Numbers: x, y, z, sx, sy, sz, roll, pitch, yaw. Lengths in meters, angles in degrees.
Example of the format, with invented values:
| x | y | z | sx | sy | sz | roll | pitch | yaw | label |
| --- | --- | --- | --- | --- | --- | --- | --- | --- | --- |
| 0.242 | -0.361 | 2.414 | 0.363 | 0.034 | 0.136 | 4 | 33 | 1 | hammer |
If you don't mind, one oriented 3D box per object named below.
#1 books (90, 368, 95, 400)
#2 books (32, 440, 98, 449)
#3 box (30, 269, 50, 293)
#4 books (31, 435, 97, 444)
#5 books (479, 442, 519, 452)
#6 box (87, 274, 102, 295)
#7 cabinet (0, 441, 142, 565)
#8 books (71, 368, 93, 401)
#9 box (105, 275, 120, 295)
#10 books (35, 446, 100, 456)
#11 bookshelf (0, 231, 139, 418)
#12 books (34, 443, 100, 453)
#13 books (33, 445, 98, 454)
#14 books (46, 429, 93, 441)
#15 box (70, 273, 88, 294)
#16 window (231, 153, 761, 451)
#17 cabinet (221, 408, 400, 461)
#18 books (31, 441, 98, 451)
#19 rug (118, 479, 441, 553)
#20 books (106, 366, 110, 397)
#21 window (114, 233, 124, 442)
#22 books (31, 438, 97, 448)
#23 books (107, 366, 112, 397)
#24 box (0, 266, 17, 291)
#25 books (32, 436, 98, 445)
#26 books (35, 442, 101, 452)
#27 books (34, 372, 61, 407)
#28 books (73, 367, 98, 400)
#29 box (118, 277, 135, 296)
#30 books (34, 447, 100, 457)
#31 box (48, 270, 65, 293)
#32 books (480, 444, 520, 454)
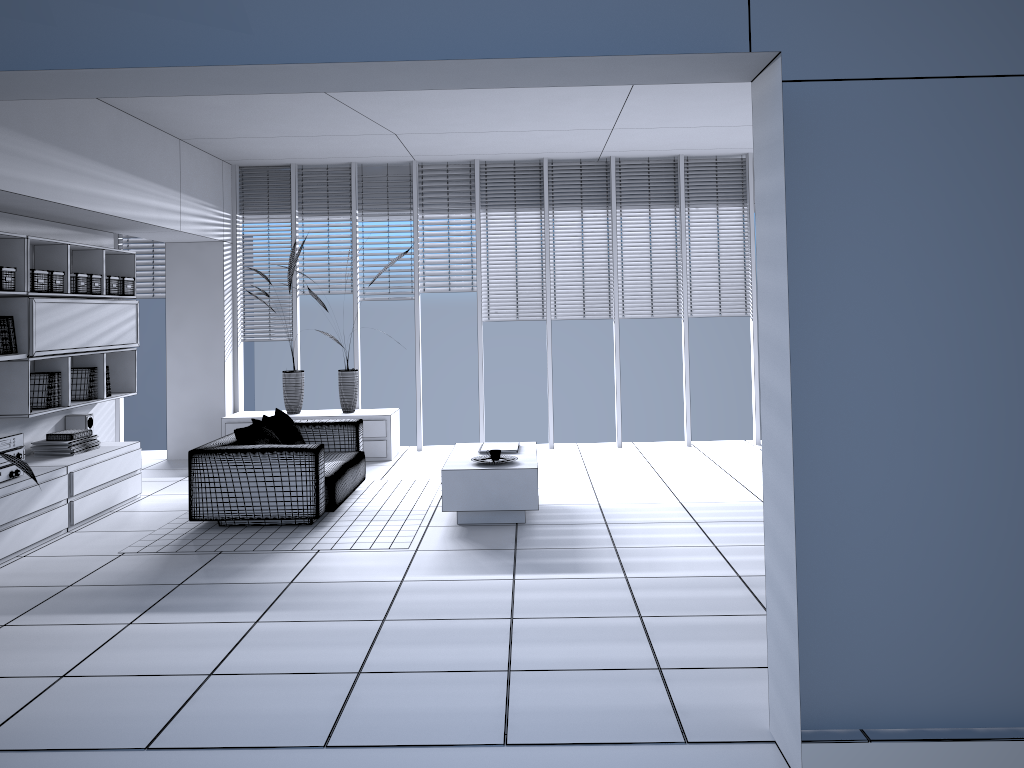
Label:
| x | y | z | sx | sy | sz | roll | pitch | yaw | label |
| --- | --- | --- | --- | --- | --- | --- | --- | --- | --- |
| -3.445 | 0.001 | 7.034 | 0.207 | 0.260 | 0.074 | -1 | -1 | 0 | books |
| -3.341 | 0.452 | 6.609 | 0.285 | 0.008 | 0.416 | -1 | 5 | 2 | books |
| -3.457 | -0.725 | 6.223 | 0.281 | 0.162 | 0.212 | -1 | 2 | 1 | box |
| -3.347 | 0.414 | 6.593 | 0.285 | 0.008 | 0.416 | -1 | 5 | 2 | books |
| -0.091 | 0.480 | 6.742 | 0.285 | 0.008 | 0.416 | -1 | 5 | 2 | books |
| -3.443 | -0.791 | 7.023 | 0.280 | 0.162 | 0.179 | -1 | 2 | 1 | box |
| -3.292 | 0.789 | 6.009 | 0.574 | 0.449 | 2.275 | -1 | 4 | 1 | cabinet |
| -3.445 | 0.003 | 7.002 | 0.207 | 0.260 | 0.074 | -1 | -1 | 1 | books |
| -3.437 | -0.816 | 7.325 | 0.280 | 0.162 | 0.179 | -1 | 2 | 1 | box |
| -3.339 | 0.499 | 6.642 | 0.285 | 0.008 | 0.416 | -1 | 5 | 2 | books |
| -3.455 | -0.416 | 6.326 | 0.327 | 1.250 | 2.824 | -1 | 4 | 1 | bookshelf |
| -3.337 | 0.480 | 6.636 | 0.285 | 0.008 | 0.416 | -1 | 5 | 2 | books |
| -3.347 | 0.491 | 6.624 | 0.285 | 0.008 | 0.416 | -1 | 5 | 2 | books |
| -3.314 | 0.383 | 6.602 | 0.207 | 0.050 | 0.259 | -1 | 4 | 6 | books |
| -3.447 | -0.773 | 6.800 | 0.280 | 0.162 | 0.179 | -1 | 2 | 1 | box |
| -0.194 | -0.845 | 9.297 | 5.501 | 3.132 | 0.100 | -1 | -2 | 1 | window |
| -2.017 | 0.522 | 8.941 | 1.675 | 0.450 | 0.598 | -1 | 2 | 1 | cabinet |
| -3.341 | 0.461 | 6.603 | 0.285 | 0.008 | 0.416 | -1 | 5 | 2 | books |
| -1.512 | 0.932 | 6.533 | 1.798 | 0.001 | 2.238 | -1 | 5 | 1 | rug |
| -3.450 | -0.019 | 7.302 | 0.207 | 0.260 | 0.074 | -1 | -1 | 2 | books |
| -4.513 | -0.767 | 9.404 | 0.688 | 3.132 | 0.100 | -1 | -2 | 1 | window |
| -3.349 | 0.443 | 6.592 | 0.285 | 0.008 | 0.416 | -1 | 5 | 2 | books |
| -3.449 | -0.022 | 7.334 | 0.207 | 0.260 | 0.074 | -1 | -1 | 1 | books |
| -3.465 | -0.693 | 5.834 | 0.280 | 0.162 | 0.179 | -1 | 2 | 1 | box |
| -3.339 | 0.423 | 6.610 | 0.285 | 0.008 | 0.416 | -1 | 5 | 2 | books |
| -3.338 | 0.470 | 6.642 | 0.285 | 0.008 | 0.416 | -1 | 5 | 2 | books |
| -3.457 | 0.041 | 6.548 | 0.207 | 0.259 | 0.050 | -1 | -1 | 1 | books |
| -3.447 | -0.005 | 7.101 | 0.207 | 0.259 | 0.050 | -1 | -1 | 1 | books |
| -3.432 | -0.838 | 7.594 | 0.280 | 0.162 | 0.217 | -1 | 2 | 1 | box |
| -3.339 | 0.509 | 6.635 | 0.285 | 0.008 | 0.416 | -1 | 5 | 2 | books |
| -3.453 | -0.744 | 6.451 | 0.281 | 0.162 | 0.175 | -1 | 2 | 1 | box |
| -0.091 | 0.494 | 6.753 | 0.285 | 0.008 | 0.416 | -1 | 5 | 2 | books |
